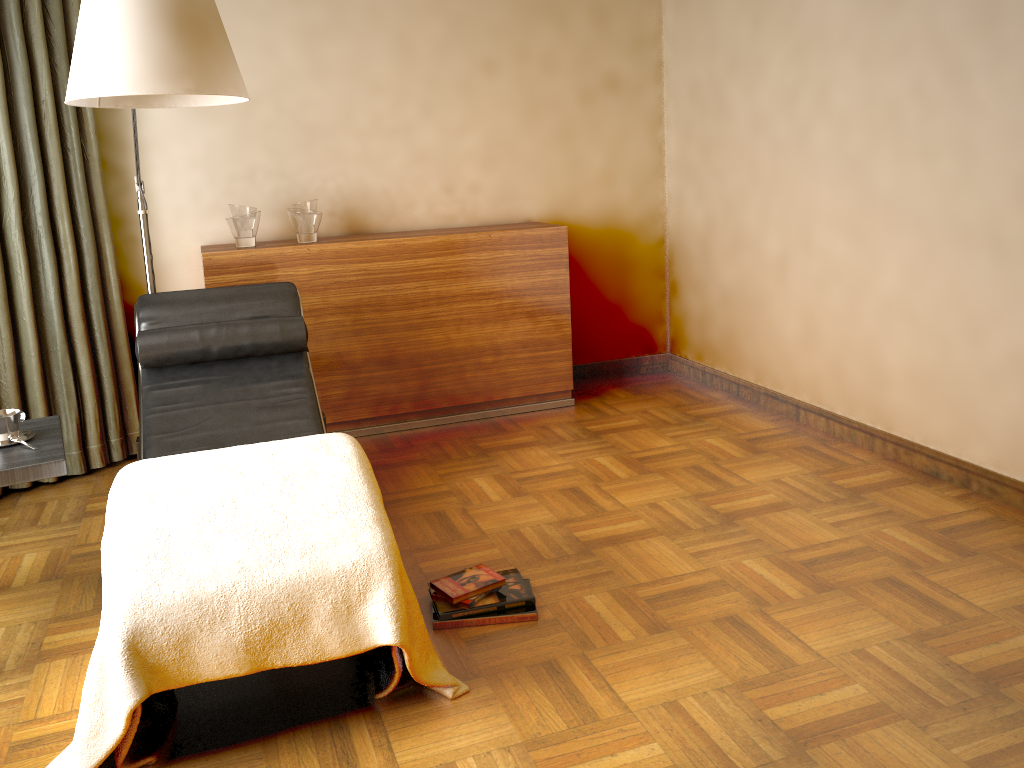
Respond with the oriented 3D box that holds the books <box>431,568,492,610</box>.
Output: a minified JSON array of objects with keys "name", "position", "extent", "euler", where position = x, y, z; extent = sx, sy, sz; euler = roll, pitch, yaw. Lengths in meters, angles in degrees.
[{"name":"books","position":[-0.125,0.568,2.456],"extent":[0.124,0.017,0.175],"euler":[5,16,29]}]

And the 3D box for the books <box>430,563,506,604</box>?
[{"name":"books","position":[-0.122,0.551,2.447],"extent":[0.174,0.017,0.124],"euler":[-12,17,-34]}]

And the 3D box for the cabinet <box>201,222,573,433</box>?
[{"name":"cabinet","position":[-0.569,-0.283,4.246],"extent":[1.679,0.849,0.421],"euler":[-7,11,-19]}]

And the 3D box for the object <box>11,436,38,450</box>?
[{"name":"object","position":[-1.312,0.158,2.375],"extent":[0.124,0.019,0.029],"euler":[9,17,39]}]

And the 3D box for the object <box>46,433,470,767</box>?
[{"name":"object","position":[-0.663,0.451,2.213],"extent":[0.920,0.512,0.921],"euler":[-7,14,-18]}]

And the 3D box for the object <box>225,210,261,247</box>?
[{"name":"object","position":[-1.186,-0.687,3.913],"extent":[0.156,0.152,0.158],"euler":[3,13,27]}]

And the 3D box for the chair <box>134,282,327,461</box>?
[{"name":"chair","position":[-0.833,0.188,2.687],"extent":[0.637,0.785,1.813],"euler":[-7,14,-19]}]

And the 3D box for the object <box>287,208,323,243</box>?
[{"name":"object","position":[-0.933,-0.721,4.001],"extent":[0.156,0.152,0.157],"euler":[-9,13,-28]}]

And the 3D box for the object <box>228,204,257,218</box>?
[{"name":"object","position":[-1.187,-0.724,3.907],"extent":[0.123,0.147,0.123],"euler":[-11,14,-36]}]

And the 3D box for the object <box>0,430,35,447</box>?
[{"name":"object","position":[-1.397,0.154,2.431],"extent":[0.150,0.009,0.152],"euler":[-6,14,-13]}]

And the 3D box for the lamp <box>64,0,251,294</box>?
[{"name":"lamp","position":[-1.028,-0.389,2.836],"extent":[0.452,1.937,1.434],"euler":[-5,11,-15]}]

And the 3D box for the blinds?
[{"name":"blinds","position":[-2.097,-0.712,3.102],"extent":[0.225,2.416,1.555],"euler":[2,12,25]}]

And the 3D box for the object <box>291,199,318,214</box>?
[{"name":"object","position":[-0.935,-0.758,3.994],"extent":[0.124,0.147,0.123],"euler":[-12,15,-39]}]

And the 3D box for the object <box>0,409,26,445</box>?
[{"name":"object","position":[-1.400,0.118,2.431],"extent":[0.098,0.077,0.112],"euler":[-7,13,-17]}]

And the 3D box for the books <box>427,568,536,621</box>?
[{"name":"books","position":[-0.088,0.584,2.461],"extent":[0.265,0.020,0.192],"euler":[-6,15,-15]}]

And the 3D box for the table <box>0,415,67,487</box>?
[{"name":"table","position":[-1.485,0.204,2.357],"extent":[0.520,0.044,0.505],"euler":[-10,16,-27]}]

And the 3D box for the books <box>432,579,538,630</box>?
[{"name":"books","position":[-0.080,0.608,2.449],"extent":[0.280,0.022,0.203],"euler":[-4,14,-5]}]
